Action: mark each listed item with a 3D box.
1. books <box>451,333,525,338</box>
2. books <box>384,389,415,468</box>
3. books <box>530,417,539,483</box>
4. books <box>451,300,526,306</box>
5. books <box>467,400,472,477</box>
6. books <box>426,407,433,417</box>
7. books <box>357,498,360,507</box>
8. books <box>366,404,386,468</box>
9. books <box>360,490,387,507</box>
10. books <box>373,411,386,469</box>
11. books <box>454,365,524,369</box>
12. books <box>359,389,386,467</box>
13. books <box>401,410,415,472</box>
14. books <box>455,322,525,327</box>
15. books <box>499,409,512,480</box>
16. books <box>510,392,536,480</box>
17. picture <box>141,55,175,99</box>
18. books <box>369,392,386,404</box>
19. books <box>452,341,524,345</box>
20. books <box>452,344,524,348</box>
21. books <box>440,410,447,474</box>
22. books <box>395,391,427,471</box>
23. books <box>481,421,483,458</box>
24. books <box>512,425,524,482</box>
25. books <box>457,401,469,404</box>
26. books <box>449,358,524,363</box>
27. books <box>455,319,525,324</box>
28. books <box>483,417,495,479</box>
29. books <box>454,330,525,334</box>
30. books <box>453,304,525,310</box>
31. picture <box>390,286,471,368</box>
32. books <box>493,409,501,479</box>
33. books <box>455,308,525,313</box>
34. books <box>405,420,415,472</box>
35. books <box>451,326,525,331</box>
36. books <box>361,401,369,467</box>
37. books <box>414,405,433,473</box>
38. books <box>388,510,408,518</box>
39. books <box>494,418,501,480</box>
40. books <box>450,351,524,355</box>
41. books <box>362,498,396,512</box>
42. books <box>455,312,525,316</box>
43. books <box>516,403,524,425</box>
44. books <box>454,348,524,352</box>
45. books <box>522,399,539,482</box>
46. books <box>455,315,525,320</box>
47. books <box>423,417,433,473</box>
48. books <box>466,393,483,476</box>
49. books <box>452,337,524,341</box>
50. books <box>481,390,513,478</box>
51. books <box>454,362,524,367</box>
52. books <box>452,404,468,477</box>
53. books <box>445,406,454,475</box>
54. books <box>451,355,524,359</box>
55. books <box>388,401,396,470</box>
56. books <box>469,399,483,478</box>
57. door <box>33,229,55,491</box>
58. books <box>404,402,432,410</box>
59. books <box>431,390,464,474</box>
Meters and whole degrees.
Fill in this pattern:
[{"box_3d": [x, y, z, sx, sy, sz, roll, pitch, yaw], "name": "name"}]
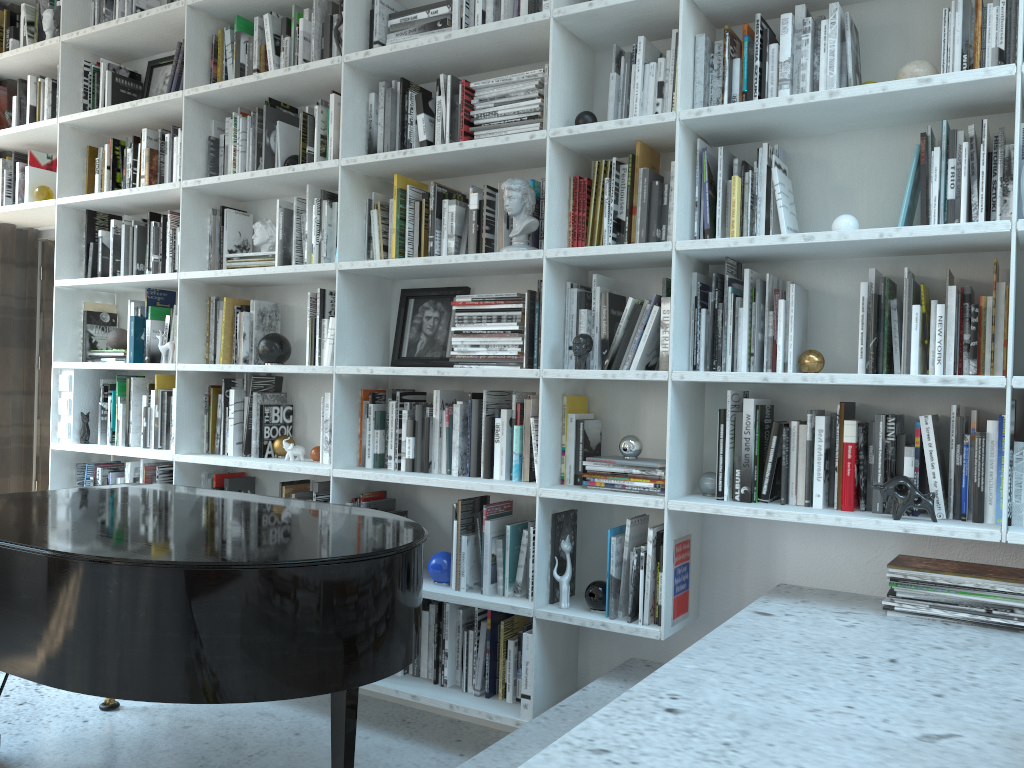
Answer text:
[{"box_3d": [-0.049, -0.162, 3.051, 0.285, 0.012, 0.159, 1, 0, 36], "name": "books"}, {"box_3d": [-0.416, 0.164, 3.288, 0.027, 0.290, 0.140, 2, 0, 31], "name": "books"}, {"box_3d": [0.116, 0.216, 2.938, 0.042, 0.212, 0.169, 2, 0, 31], "name": "books"}, {"box_3d": [-0.046, -0.271, 3.050, 0.285, 0.012, 0.159, 1, 0, 26], "name": "books"}, {"box_3d": [-0.102, 0.186, 3.078, 0.010, 0.261, 0.181, 2, 0, 31], "name": "books"}, {"box_3d": [-0.266, 0.198, 3.178, 0.013, 0.230, 0.139, 2, 0, 31], "name": "books"}, {"box_3d": [-0.517, 0.546, 3.254, 0.011, 0.266, 0.152, 2, 0, 31], "name": "books"}, {"box_3d": [-0.475, 0.191, 3.289, 0.027, 0.234, 0.167, 2, 0, 31], "name": "books"}, {"box_3d": [-0.510, 0.537, 3.244, 0.012, 0.285, 0.137, 2, 0, 31], "name": "books"}, {"box_3d": [-0.448, 0.204, 3.286, 0.024, 0.208, 0.170, 2, 0, 31], "name": "books"}, {"box_3d": [-0.051, -0.054, 3.054, 0.254, 0.012, 0.161, 1, 0, 27], "name": "books"}, {"box_3d": [-0.516, 0.164, 3.337, 0.012, 0.285, 0.159, 2, 0, 31], "name": "books"}, {"box_3d": [-0.338, 0.202, 3.206, 0.023, 0.217, 0.174, 2, 0, 31], "name": "books"}, {"box_3d": [-0.046, -0.198, 3.055, 0.254, 0.012, 0.161, 1, 0, 34], "name": "books"}, {"box_3d": [0.014, 0.203, 3.002, 0.023, 0.234, 0.174, 2, 0, 31], "name": "books"}, {"box_3d": [0.037, 0.174, 3.003, 0.014, 0.294, 0.137, 2, 0, 31], "name": "books"}, {"box_3d": [-1.573, -1.346, 4.029, 0.300, 0.300, 0.077, 2, 0, 31], "name": "picture"}, {"box_3d": [-0.486, 0.170, 3.308, 0.011, 0.275, 0.146, 2, 0, 31], "name": "books"}, {"box_3d": [-0.045, -0.138, 3.059, 0.285, 0.012, 0.159, 1, 0, 32], "name": "books"}, {"box_3d": [-0.044, -0.126, 3.061, 0.285, 0.012, 0.159, 1, 0, 31], "name": "books"}, {"box_3d": [-0.202, 0.204, 3.152, 0.025, 0.220, 0.140, 2, 0, 31], "name": "books"}, {"box_3d": [-0.369, 0.169, 3.229, 0.013, 0.282, 0.166, 2, 0, 31], "name": "books"}, {"box_3d": [-0.061, 0.217, 3.063, 0.021, 0.203, 0.128, 2, 0, 31], "name": "books"}, {"box_3d": [0.055, 0.229, 2.972, 0.023, 0.183, 0.169, 2, 0, 31], "name": "books"}, {"box_3d": [-0.151, 0.189, 3.131, 0.025, 0.254, 0.136, 2, 0, 31], "name": "books"}, {"box_3d": [-0.052, -0.079, 3.051, 0.285, 0.012, 0.159, 1, 0, 26], "name": "books"}, {"box_3d": [-0.045, -0.210, 3.055, 0.254, 0.012, 0.161, 1, 0, 28], "name": "books"}, {"box_3d": [-0.038, 0.215, 3.035, 0.024, 0.207, 0.183, 2, 0, 31], "name": "books"}, {"box_3d": [-0.048, -0.174, 3.051, 0.254, 0.012, 0.161, 1, 0, 26], "name": "books"}, {"box_3d": [-0.043, -0.259, 3.056, 0.285, 0.012, 0.159, 1, 0, 33], "name": "books"}, {"box_3d": [-0.302, -0.207, 3.268, 0.300, 0.300, 0.077, 2, 0, 31], "name": "picture"}, {"box_3d": [-0.016, 0.202, 3.034, 0.014, 0.235, 0.154, 2, 0, 31], "name": "books"}, {"box_3d": [-0.045, -0.247, 3.053, 0.254, 0.012, 0.161, 1, 0, 27], "name": "books"}, {"box_3d": [-0.318, 0.220, 3.189, 0.029, 0.184, 0.174, 2, 0, 31], "name": "books"}, {"box_3d": [-0.048, -0.186, 3.050, 0.285, 0.012, 0.159, 1, 0, 36], "name": "books"}, {"box_3d": [-0.500, 0.185, 3.324, 0.029, 0.244, 0.154, 2, 0, 31], "name": "books"}, {"box_3d": [-0.289, 0.193, 3.180, 0.029, 0.238, 0.166, 2, 0, 31], "name": "books"}, {"box_3d": [-0.440, 0.572, 3.194, 0.021, 0.218, 0.174, 2, 0, 31], "name": "books"}, {"box_3d": [-0.006, 0.217, 3.014, 0.023, 0.204, 0.167, 2, 0, 31], "name": "books"}, {"box_3d": [-0.051, -0.102, 3.051, 0.285, 0.012, 0.159, 1, 0, 36], "name": "books"}, {"box_3d": [-0.485, 0.550, 3.213, 0.021, 0.260, 0.169, 2, 0, 31], "name": "books"}, {"box_3d": [-0.045, -0.234, 3.055, 0.254, 0.012, 0.161, 1, 0, 28], "name": "books"}, {"box_3d": [0.053, 0.193, 3.002, 0.014, 0.256, 0.145, 2, 0, 31], "name": "books"}, {"box_3d": [-0.051, -0.115, 3.052, 0.254, 0.012, 0.161, 1, 0, 26], "name": "books"}, {"box_3d": [0.093, 0.186, 2.964, 0.026, 0.272, 0.175, 2, 0, 31], "name": "books"}, {"box_3d": [-0.046, -0.222, 3.053, 0.254, 0.012, 0.161, 1, 0, 27], "name": "books"}, {"box_3d": [-0.257, 0.215, 3.159, 0.023, 0.196, 0.165, 2, 0, 31], "name": "books"}, {"box_3d": [-0.113, 0.174, 3.105, 0.014, 0.286, 0.134, 2, 0, 31], "name": "books"}, {"box_3d": [-0.046, -0.150, 3.057, 0.285, 0.012, 0.159, 1, 0, 33], "name": "books"}, {"box_3d": [-0.051, 0.170, 3.046, 0.012, 0.296, 0.177, 2, 0, 31], "name": "books"}, {"box_3d": [-0.049, -0.066, 3.058, 0.254, 0.012, 0.161, 1, 0, 33], "name": "books"}, {"box_3d": [-0.143, 0.193, 3.095, 0.026, 0.245, 0.191, 2, 0, 31], "name": "books"}, {"box_3d": [-0.183, 0.197, 3.132, 0.031, 0.237, 0.159, 2, 0, 31], "name": "books"}, {"box_3d": [-0.047, -0.090, 3.060, 0.285, 0.012, 0.159, 1, 0, 30], "name": "books"}, {"box_3d": [-0.385, 0.187, 3.242, 0.027, 0.245, 0.179, 2, 0, 31], "name": "books"}, {"box_3d": [-0.089, 0.185, 3.063, 0.028, 0.264, 0.161, 2, 0, 31], "name": "books"}, {"box_3d": [-2.059, 0.192, 4.883, 0.834, 1.981, 0.786, 2, 0, 31], "name": "door"}, {"box_3d": [-0.345, 0.189, 3.236, 0.021, 0.244, 0.141, 2, 0, 31], "name": "books"}, {"box_3d": [-0.228, 0.168, 3.157, 0.026, 0.291, 0.152, 2, 0, 31], "name": "books"}]
